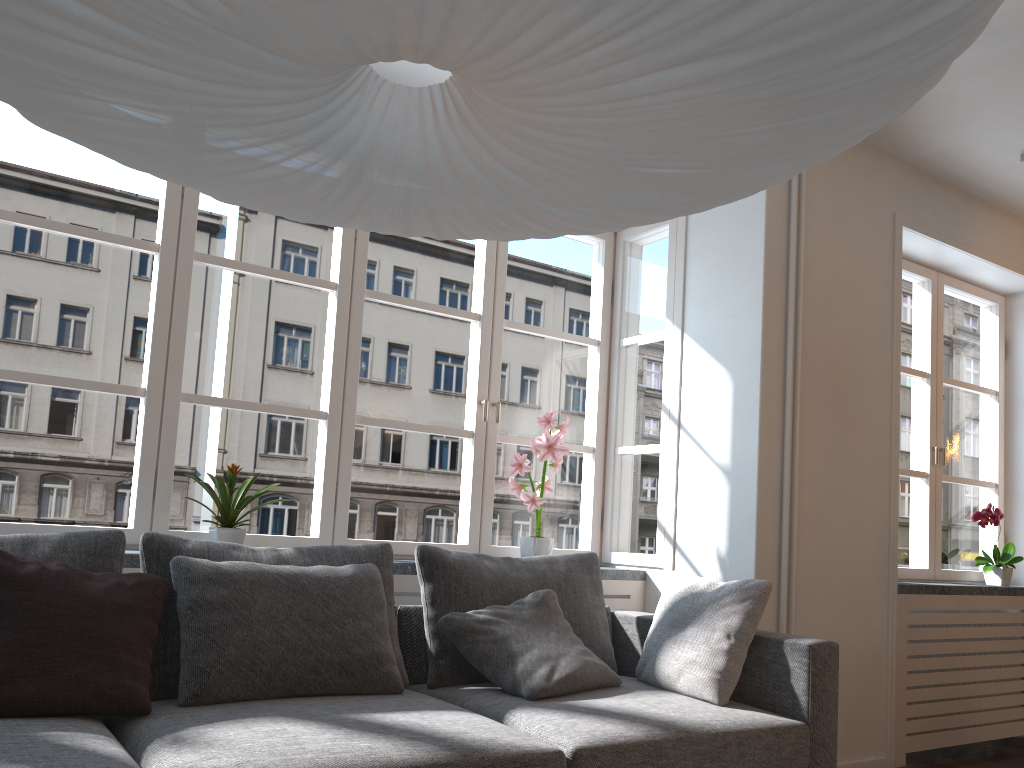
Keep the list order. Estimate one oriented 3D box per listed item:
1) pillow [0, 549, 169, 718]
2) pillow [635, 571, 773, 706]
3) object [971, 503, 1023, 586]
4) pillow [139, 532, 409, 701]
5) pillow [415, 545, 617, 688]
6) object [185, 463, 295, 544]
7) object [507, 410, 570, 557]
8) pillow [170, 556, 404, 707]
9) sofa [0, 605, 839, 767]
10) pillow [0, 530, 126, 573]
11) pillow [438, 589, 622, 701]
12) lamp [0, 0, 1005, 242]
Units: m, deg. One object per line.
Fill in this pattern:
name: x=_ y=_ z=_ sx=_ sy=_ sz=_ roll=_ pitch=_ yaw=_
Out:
pillow: x=-1.142 y=0.638 z=2.277 sx=0.523 sy=0.400 sz=0.312 roll=8 pitch=-9 yaw=-31
pillow: x=0.629 y=0.872 z=3.095 sx=0.288 sy=0.411 sz=0.496 roll=8 pitch=-9 yaw=-34
object: x=2.554 y=0.842 z=4.647 sx=0.230 sy=0.433 sz=0.409 roll=-1 pitch=-9 yaw=32
pillow: x=-0.725 y=0.718 z=2.757 sx=0.843 sy=0.471 sz=0.278 roll=9 pitch=-9 yaw=-33
pillow: x=0.037 y=0.848 z=3.253 sx=0.840 sy=0.473 sz=0.276 roll=9 pitch=-9 yaw=-33
object: x=-0.974 y=0.445 z=3.150 sx=0.323 sy=0.326 sz=0.379 roll=-1 pitch=-9 yaw=31
object: x=0.114 y=0.454 z=3.901 sx=0.298 sy=0.685 sz=0.202 roll=-1 pitch=-7 yaw=35
pillow: x=-0.659 y=0.726 z=2.629 sx=0.670 sy=0.394 sz=0.293 roll=9 pitch=-9 yaw=-33
sofa: x=-0.211 y=0.939 z=2.031 sx=3.082 sy=0.666 sz=2.049 roll=10 pitch=-11 yaw=-33
pillow: x=-1.440 y=0.595 z=2.268 sx=0.840 sy=0.474 sz=0.276 roll=9 pitch=-9 yaw=-33
pillow: x=0.068 y=0.862 z=2.981 sx=0.445 sy=0.318 sz=0.496 roll=-3 pitch=-11 yaw=38
lamp: x=-0.130 y=-0.428 z=1.154 sx=1.470 sy=0.208 sz=1.484 roll=3 pitch=-10 yaw=3
